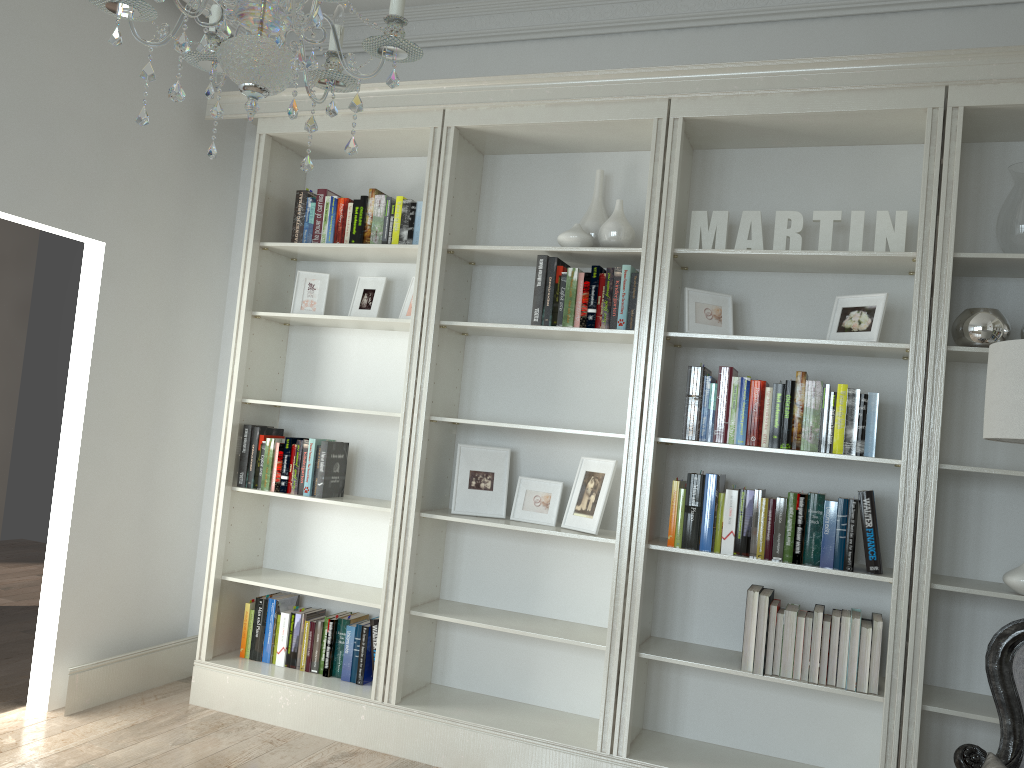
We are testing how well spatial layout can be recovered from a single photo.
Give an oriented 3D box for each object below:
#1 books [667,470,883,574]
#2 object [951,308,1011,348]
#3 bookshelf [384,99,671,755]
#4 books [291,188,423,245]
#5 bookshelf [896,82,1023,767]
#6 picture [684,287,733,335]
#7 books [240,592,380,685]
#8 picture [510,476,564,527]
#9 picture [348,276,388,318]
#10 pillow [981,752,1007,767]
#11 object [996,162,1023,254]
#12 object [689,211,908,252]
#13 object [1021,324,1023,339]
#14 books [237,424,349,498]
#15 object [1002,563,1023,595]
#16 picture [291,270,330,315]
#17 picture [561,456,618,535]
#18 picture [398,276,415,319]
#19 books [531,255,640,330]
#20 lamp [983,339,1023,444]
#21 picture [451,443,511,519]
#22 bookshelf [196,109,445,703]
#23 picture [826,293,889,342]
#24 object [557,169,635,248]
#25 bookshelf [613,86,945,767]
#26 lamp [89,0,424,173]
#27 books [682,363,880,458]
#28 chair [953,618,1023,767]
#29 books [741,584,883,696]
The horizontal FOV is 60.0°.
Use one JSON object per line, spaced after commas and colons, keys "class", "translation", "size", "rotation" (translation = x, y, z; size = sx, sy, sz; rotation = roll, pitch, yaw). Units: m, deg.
{"class": "books", "translation": [0.992, 0.504, 3.334], "size": [0.762, 0.302, 0.207], "rotation": [4, -3, 22]}
{"class": "object", "translation": [1.639, -0.187, 3.098], "size": [0.185, 0.140, 0.185], "rotation": [3, -4, 41]}
{"class": "bookshelf", "translation": [0.111, 0.127, 3.737], "size": [0.972, 2.523, 0.399], "rotation": [4, -3, 21]}
{"class": "books", "translation": [-0.696, -0.763, 4.200], "size": [0.691, 0.301, 0.201], "rotation": [4, -3, 22]}
{"class": "bookshelf", "translation": [1.917, 0.264, 3.029], "size": [0.972, 2.523, 0.399], "rotation": [4, -3, 21]}
{"class": "picture", "translation": [0.766, -0.274, 3.514], "size": [0.206, 0.192, 0.124], "rotation": [6, -3, -13]}
{"class": "books", "translation": [-0.862, 1.153, 4.069], "size": [0.762, 0.302, 0.207], "rotation": [4, -3, 22]}
{"class": "picture", "translation": [0.117, 0.500, 3.790], "size": [0.206, 0.192, 0.124], "rotation": [4, -3, 22]}
{"class": "picture", "translation": [-0.677, -0.397, 4.182], "size": [0.153, 0.228, 0.094], "rotation": [4, -3, 21]}
{"class": "pillow", "translation": [1.178, 1.042, 1.970], "size": [0.210, 0.263, 0.547], "rotation": [7, -3, -18]}
{"class": "object", "translation": [1.850, -0.602, 3.186], "size": [0.193, 0.362, 0.193], "rotation": [5, -3, 5]}
{"class": "object", "translation": [1.082, -0.573, 3.408], "size": [0.790, 0.180, 0.034], "rotation": [4, -3, 21]}
{"class": "object", "translation": [1.839, -0.172, 3.020], "size": [0.185, 0.140, 0.185], "rotation": [3, -4, 41]}
{"class": "books", "translation": [-1.013, 0.357, 4.130], "size": [0.465, 0.291, 0.205], "rotation": [4, -3, 21]}
{"class": "object", "translation": [1.722, 0.645, 2.956], "size": [0.152, 0.116, 0.154], "rotation": [5, -3, 19]}
{"class": "picture", "translation": [-0.958, -0.422, 4.221], "size": [0.153, 0.228, 0.094], "rotation": [6, -3, -4]}
{"class": "picture", "translation": [0.326, 0.451, 3.621], "size": [0.124, 0.300, 0.202], "rotation": [8, -4, -39]}
{"class": "picture", "translation": [-0.425, -0.382, 4.012], "size": [0.094, 0.228, 0.153], "rotation": [9, -4, -44]}
{"class": "books", "translation": [0.341, -0.360, 3.638], "size": [0.465, 0.291, 0.205], "rotation": [4, -3, 21]}
{"class": "lamp", "translation": [1.485, 0.767, 2.420], "size": [0.429, 1.739, 0.429], "rotation": [8, -4, -35]}
{"class": "picture", "translation": [-0.133, 0.419, 3.849], "size": [0.231, 0.300, 0.127], "rotation": [6, -3, -4]}
{"class": "bookshelf", "translation": [-0.792, 0.058, 4.091], "size": [0.972, 2.523, 0.399], "rotation": [4, -3, 21]}
{"class": "picture", "translation": [1.287, -0.236, 3.271], "size": [0.124, 0.188, 0.202], "rotation": [8, -4, -39]}
{"class": "object", "translation": [0.374, -0.730, 3.743], "size": [0.319, 0.397, 0.316], "rotation": [5, -3, 10]}
{"class": "bookshelf", "translation": [1.014, 0.195, 3.383], "size": [0.972, 2.523, 0.399], "rotation": [4, -3, 21]}
{"class": "lamp", "translation": [-0.397, -1.741, 1.818], "size": [0.648, 2.542, 0.577], "rotation": [6, -3, -9]}
{"class": "books", "translation": [1.016, 0.095, 3.367], "size": [0.691, 0.301, 0.201], "rotation": [4, -3, 22]}
{"class": "chair", "translation": [1.157, 1.064, 1.934], "size": [0.763, 1.024, 0.778], "rotation": [6, -3, -14]}
{"class": "books", "translation": [1.090, 0.922, 3.227], "size": [0.465, 0.291, 0.205], "rotation": [4, -3, 21]}
